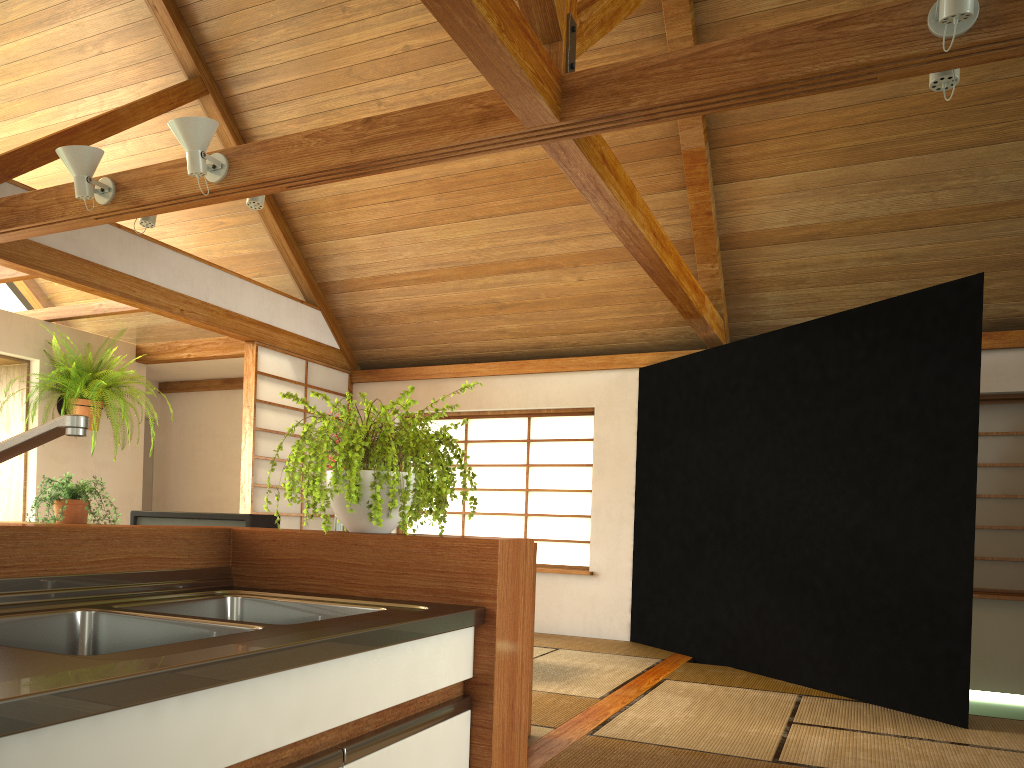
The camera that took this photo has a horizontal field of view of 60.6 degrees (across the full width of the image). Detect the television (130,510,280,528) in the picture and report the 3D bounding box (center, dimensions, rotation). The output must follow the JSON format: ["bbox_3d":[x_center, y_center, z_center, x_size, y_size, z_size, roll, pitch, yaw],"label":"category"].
[{"bbox_3d":[-1.247,0.826,3.774,0.677,0.537,0.467,-1,-5,25],"label":"television"}]

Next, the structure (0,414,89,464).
[{"bbox_3d":[-0.830,0.124,1.303,0.431,0.174,0.227,-5,-9,42],"label":"structure"}]

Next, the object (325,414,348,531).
[{"bbox_3d":[-0.661,0.361,3.520,0.240,0.498,0.223,1,-2,31],"label":"object"}]

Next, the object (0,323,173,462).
[{"bbox_3d":[-3.087,0.100,6.516,1.101,1.122,1.233,0,-5,17],"label":"object"}]

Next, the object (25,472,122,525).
[{"bbox_3d":[-2.194,0.615,4.321,0.480,0.374,0.599,3,-7,-15],"label":"object"}]

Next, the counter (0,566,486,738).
[{"bbox_3d":[-0.797,0.285,0.682,0.650,0.167,2.473,-2,-10,22],"label":"counter"}]

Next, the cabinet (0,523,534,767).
[{"bbox_3d":[-0.854,0.573,0.813,0.885,0.872,2.663,0,-8,22],"label":"cabinet"}]

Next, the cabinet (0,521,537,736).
[{"bbox_3d":[-1.263,0.996,3.747,2.802,0.737,0.529,-2,-5,27],"label":"cabinet"}]

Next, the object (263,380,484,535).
[{"bbox_3d":[-0.299,0.164,1.906,0.423,0.349,0.533,6,-8,-40],"label":"object"}]
